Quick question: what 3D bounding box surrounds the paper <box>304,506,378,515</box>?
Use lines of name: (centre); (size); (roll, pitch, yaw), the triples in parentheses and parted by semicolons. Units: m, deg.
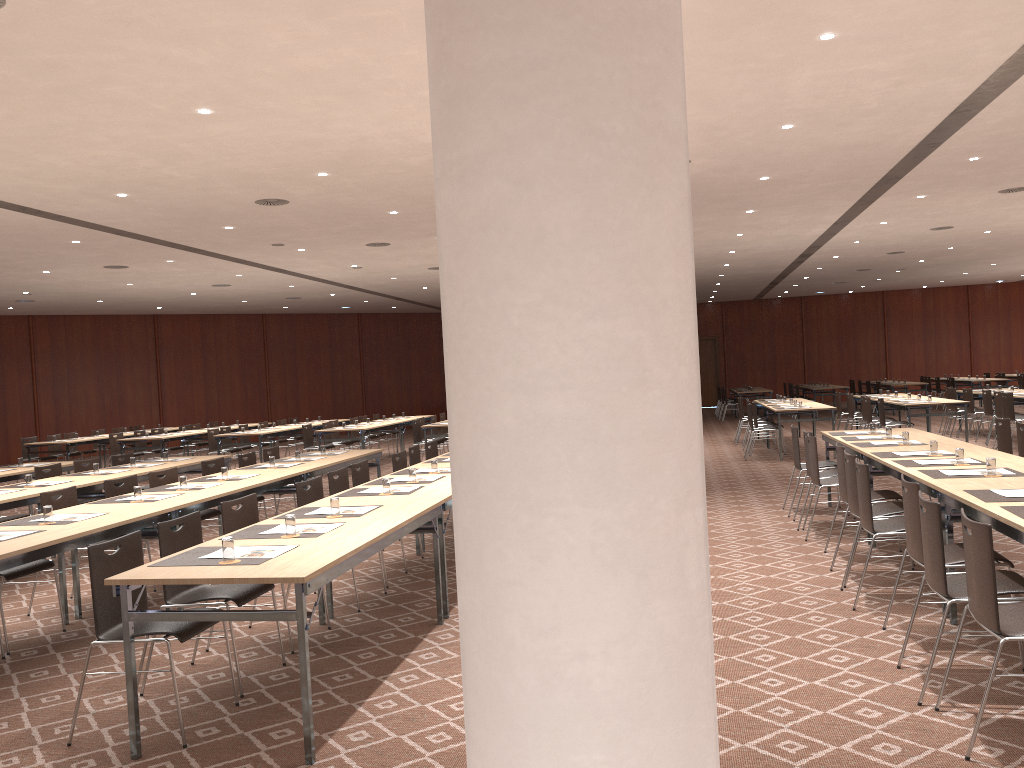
paper: (-1.087, 0.808, 5.672); (0.398, 0.006, 0.283); (-3, 1, 11)

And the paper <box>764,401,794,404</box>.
paper: (5.169, 0.360, 17.148); (0.565, 0.003, 0.460); (-3, 1, 12)

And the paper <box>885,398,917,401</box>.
paper: (6.939, 0.275, 15.817); (0.565, 0.003, 0.460); (-3, 1, 11)

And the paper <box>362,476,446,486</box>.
paper: (-0.868, 0.785, 7.198); (0.565, 0.003, 0.460); (-3, 1, 12)

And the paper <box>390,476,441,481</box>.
paper: (-0.797, 0.777, 7.277); (0.398, 0.006, 0.283); (-3, 1, 10)

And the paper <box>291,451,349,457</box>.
paper: (-2.273, 0.831, 10.486); (0.565, 0.003, 0.460); (-3, 1, 9)

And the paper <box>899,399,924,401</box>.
paper: (6.875, 0.281, 15.215); (0.398, 0.006, 0.283); (-3, 1, 14)

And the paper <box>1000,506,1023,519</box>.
paper: (2.715, 0.617, 4.247); (0.565, 0.003, 0.460); (-3, 1, 14)

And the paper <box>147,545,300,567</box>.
paper: (-1.402, 0.842, 4.355); (0.565, 0.003, 0.460); (-3, 1, 10)

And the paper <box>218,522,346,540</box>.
paper: (-1.285, 0.829, 5.008); (0.565, 0.003, 0.460); (-3, 1, 9)

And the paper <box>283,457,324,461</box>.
paper: (-2.315, 0.835, 9.892); (0.398, 0.006, 0.283); (-3, 1, 12)

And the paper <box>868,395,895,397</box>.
paper: (7.245, 0.244, 17.389); (0.565, 0.003, 0.460); (-3, 1, 12)

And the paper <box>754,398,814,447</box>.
paper: (5.446, 0.757, 17.767); (0.953, 0.833, 2.266); (-3, 1, 11)

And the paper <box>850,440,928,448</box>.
paper: (3.407, 0.543, 8.038); (0.565, 0.003, 0.460); (-3, 1, 9)

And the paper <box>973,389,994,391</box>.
paper: (9.397, 0.119, 17.719); (0.398, 0.006, 0.283); (-3, 1, 8)

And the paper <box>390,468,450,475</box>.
paper: (-0.745, 0.772, 7.863); (0.565, 0.003, 0.460); (-3, 1, 13)

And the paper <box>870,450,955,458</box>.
paper: (3.215, 0.562, 7.115); (0.565, 0.003, 0.460); (-3, 1, 11)

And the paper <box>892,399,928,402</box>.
paper: (6.830, 0.287, 15.203); (0.565, 0.003, 0.460); (-3, 1, 8)

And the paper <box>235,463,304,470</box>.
paper: (-2.506, 0.856, 9.210); (0.565, 0.003, 0.460); (-3, 1, 12)

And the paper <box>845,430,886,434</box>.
paper: (3.740, 0.508, 9.367); (0.398, 0.006, 0.283); (-3, 1, 11)

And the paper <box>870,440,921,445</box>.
paper: (3.497, 0.534, 8.089); (0.398, 0.006, 0.283); (-3, 1, 13)

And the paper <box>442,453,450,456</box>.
paper: (-0.426, 0.739, 9.466); (0.565, 0.003, 0.460); (-3, 1, 12)

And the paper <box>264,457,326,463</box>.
paper: (-2.416, 0.845, 9.835); (0.565, 0.003, 0.460); (-3, 1, 12)

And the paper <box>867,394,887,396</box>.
paper: (7.447, 0.222, 18.093); (0.398, 0.006, 0.283); (-3, 1, 11)

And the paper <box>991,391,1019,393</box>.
paper: (9.055, 0.154, 16.370); (0.565, 0.003, 0.460); (-3, 1, 14)

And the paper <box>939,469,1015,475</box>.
paper: (3.056, 0.579, 5.840); (0.398, 0.006, 0.283); (-3, 1, 14)

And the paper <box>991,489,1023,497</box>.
paper: (2.894, 0.597, 4.885); (0.398, 0.006, 0.283); (-3, 1, 11)

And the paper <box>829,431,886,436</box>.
paper: (3.643, 0.518, 9.316); (0.565, 0.003, 0.460); (-3, 1, 14)

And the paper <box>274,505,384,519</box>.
paper: (-1.162, 0.816, 5.654); (0.565, 0.003, 0.460); (-3, 1, 10)

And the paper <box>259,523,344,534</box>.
paper: (-1.189, 0.820, 5.028); (0.398, 0.006, 0.283); (-3, 1, 11)

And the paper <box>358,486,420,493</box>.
paper: (-0.917, 0.789, 6.624); (0.398, 0.006, 0.283); (-3, 1, 13)

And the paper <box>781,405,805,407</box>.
paper: (4.929, 0.384, 15.577); (0.398, 0.006, 0.283); (-3, 1, 10)

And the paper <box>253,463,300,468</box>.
paper: (-2.445, 0.848, 9.241); (0.398, 0.006, 0.283); (-3, 1, 12)

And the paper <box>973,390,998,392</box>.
paper: (9.199, 0.140, 17.047); (0.565, 0.003, 0.460); (-3, 1, 12)

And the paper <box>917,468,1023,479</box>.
paper: (3.023, 0.585, 5.831); (0.565, 0.003, 0.460); (-3, 1, 12)

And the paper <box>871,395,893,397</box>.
paper: (7.295, 0.236, 17.454); (0.398, 0.006, 0.283); (-3, 1, 9)

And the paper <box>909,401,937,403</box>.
paper: (6.754, 0.293, 14.587); (0.398, 0.006, 0.283); (-3, 1, 13)

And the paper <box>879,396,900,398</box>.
paper: (7.164, 0.250, 16.791); (0.398, 0.006, 0.283); (-3, 1, 12)

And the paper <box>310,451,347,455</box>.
paper: (-2.190, 0.822, 10.522); (0.398, 0.006, 0.283); (-3, 1, 8)

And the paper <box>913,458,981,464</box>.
paper: (3.177, 0.567, 6.491); (0.398, 0.006, 0.283); (-3, 1, 12)

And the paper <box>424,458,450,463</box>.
paper: (-0.550, 0.752, 8.799); (0.565, 0.003, 0.460); (-3, 1, 14)

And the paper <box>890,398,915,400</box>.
paper: (6.994, 0.268, 15.857); (0.398, 0.006, 0.283); (-3, 1, 9)

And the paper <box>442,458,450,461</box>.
paper: (-0.467, 0.744, 8.831); (0.398, 0.006, 0.283); (-3, 1, 15)

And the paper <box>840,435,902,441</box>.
paper: (3.543, 0.529, 8.691); (0.565, 0.003, 0.460); (-3, 1, 13)

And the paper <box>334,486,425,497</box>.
paper: (-0.975, 0.797, 6.582); (0.565, 0.003, 0.460); (-3, 1, 9)

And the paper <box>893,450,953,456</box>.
paper: (3.298, 0.554, 7.126); (0.398, 0.006, 0.283); (-3, 1, 9)

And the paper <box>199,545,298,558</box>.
paper: (-1.303, 0.832, 4.398); (0.398, 0.006, 0.283); (-3, 1, 11)

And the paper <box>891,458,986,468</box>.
paper: (3.125, 0.573, 6.482); (0.565, 0.003, 0.460); (-3, 1, 11)

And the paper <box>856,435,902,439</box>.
paper: (3.617, 0.521, 8.738); (0.398, 0.006, 0.283); (-3, 1, 14)

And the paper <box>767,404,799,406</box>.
paper: (4.959, 0.380, 16.214); (0.565, 0.003, 0.460); (-3, 1, 13)

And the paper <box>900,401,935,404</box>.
paper: (6.666, 0.303, 14.543); (0.565, 0.003, 0.460); (-3, 1, 9)

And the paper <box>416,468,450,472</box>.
paper: (-0.664, 0.764, 7.885); (0.398, 0.006, 0.283); (-3, 1, 9)

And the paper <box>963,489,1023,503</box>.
paper: (2.830, 0.605, 4.841); (0.565, 0.003, 0.460); (-3, 1, 14)

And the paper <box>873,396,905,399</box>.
paper: (7.108, 0.257, 16.760); (0.565, 0.003, 0.460); (-3, 1, 13)
